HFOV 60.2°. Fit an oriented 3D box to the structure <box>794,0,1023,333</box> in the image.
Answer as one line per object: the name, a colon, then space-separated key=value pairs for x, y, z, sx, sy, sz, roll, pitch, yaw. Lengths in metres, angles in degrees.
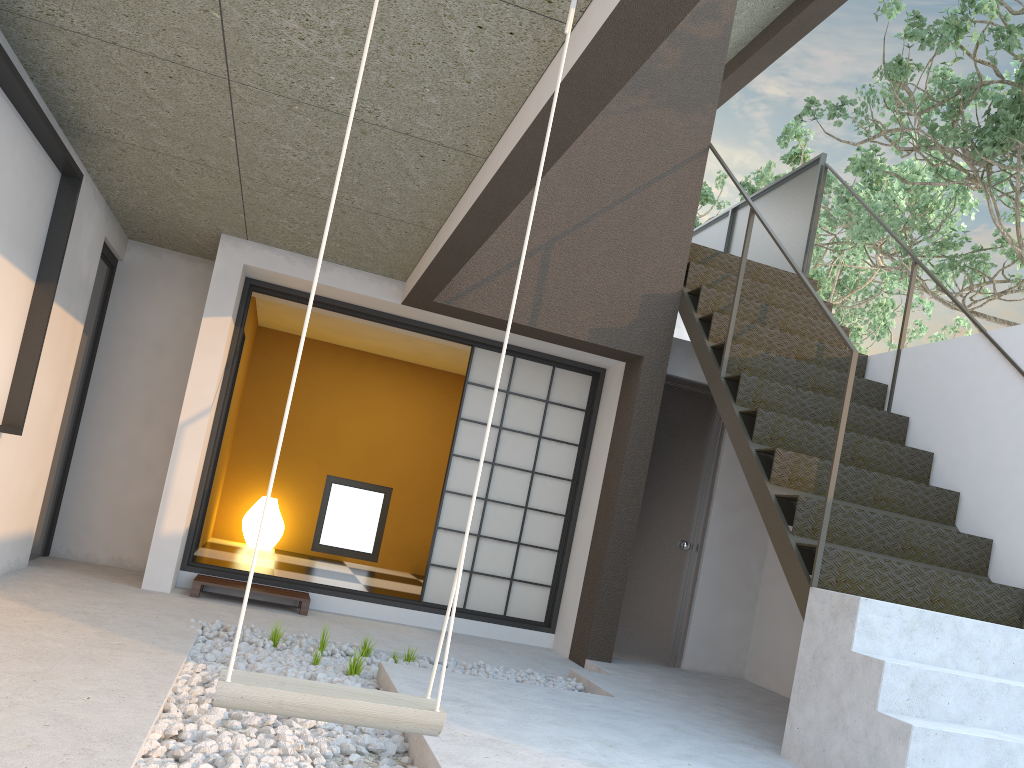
structure: x=4.701 y=-1.418 z=6.641 sx=4.385 sy=3.676 sz=5.727 roll=16 pitch=-9 yaw=-34

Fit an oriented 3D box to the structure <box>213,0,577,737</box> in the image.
structure: x=-0.199 y=-0.208 z=1.891 sx=0.464 sy=1.855 sz=0.129 roll=12 pitch=-4 yaw=-14

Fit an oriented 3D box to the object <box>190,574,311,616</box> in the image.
object: x=-1.634 y=1.324 z=5.548 sx=0.706 sy=0.100 sz=0.351 roll=14 pitch=-9 yaw=-14

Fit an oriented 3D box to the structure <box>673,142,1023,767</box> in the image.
structure: x=1.472 y=0.039 z=6.285 sx=1.164 sy=3.917 sz=6.574 roll=12 pitch=-8 yaw=-13

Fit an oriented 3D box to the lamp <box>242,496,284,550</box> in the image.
lamp: x=-2.320 y=1.305 z=8.250 sx=0.390 sy=0.497 sz=0.394 roll=14 pitch=-6 yaw=-25

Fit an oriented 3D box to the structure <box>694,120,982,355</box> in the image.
structure: x=3.572 y=-0.726 z=13.158 sx=5.573 sy=4.672 sz=7.279 roll=16 pitch=-9 yaw=-34
